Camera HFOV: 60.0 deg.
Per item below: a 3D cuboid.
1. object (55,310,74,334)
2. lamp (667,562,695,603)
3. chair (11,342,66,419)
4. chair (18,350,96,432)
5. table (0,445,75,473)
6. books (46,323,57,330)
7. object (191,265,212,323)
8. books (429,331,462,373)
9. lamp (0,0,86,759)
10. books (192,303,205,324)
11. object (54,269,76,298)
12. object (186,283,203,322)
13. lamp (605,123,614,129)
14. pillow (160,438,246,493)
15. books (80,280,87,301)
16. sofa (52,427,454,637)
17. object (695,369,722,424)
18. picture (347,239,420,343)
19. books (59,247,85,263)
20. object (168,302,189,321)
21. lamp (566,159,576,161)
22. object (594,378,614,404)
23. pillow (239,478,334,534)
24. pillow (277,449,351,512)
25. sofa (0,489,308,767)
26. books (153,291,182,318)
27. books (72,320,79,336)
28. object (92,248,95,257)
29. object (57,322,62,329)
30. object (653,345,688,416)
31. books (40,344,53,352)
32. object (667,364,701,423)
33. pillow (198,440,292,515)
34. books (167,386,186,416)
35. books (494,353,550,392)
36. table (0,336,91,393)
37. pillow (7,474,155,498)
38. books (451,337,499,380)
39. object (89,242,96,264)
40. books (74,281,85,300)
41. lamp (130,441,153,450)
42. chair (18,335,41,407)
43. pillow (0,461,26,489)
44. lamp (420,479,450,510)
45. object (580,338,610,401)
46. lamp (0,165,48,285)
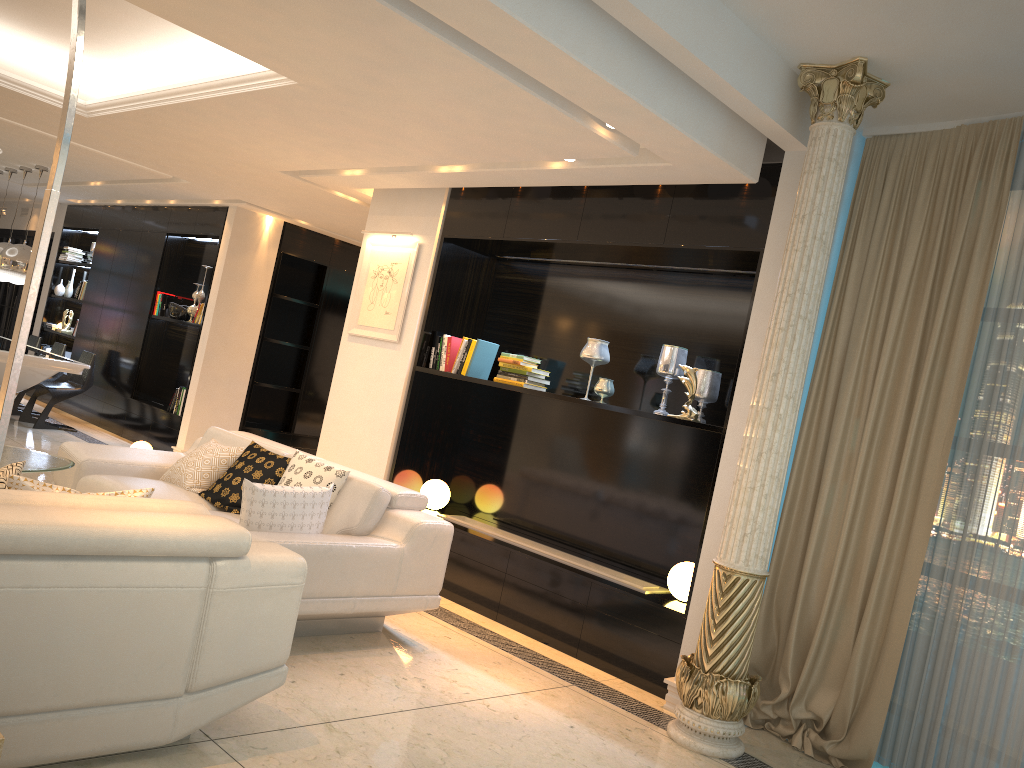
[{"bbox_3d":[-5.828,-0.818,11.608,0.177,0.311,0.177,11,-1,43],"label":"object"},{"bbox_3d":[0.950,1.071,4.801,0.213,0.214,0.212,12,-1,4],"label":"lamp"},{"bbox_3d":[-5.393,-0.080,9.951,0.523,0.858,0.496,11,-1,43],"label":"chair"},{"bbox_3d":[-4.786,0.041,9.370,0.523,0.858,0.496,11,-1,43],"label":"chair"},{"bbox_3d":[-2.903,0.483,3.509,0.999,0.565,2.140,11,-1,42],"label":"table"},{"bbox_3d":[-6.098,-0.754,11.893,0.209,0.073,0.266,13,-1,-43],"label":"books"},{"bbox_3d":[-3.264,-0.934,9.310,0.121,0.612,0.121,11,-1,38],"label":"object"},{"bbox_3d":[-0.423,-0.209,6.191,0.240,0.270,0.208,11,-1,43],"label":"books"},{"bbox_3d":[-1.802,-0.277,2.667,2.009,2.519,0.393,11,-1,43],"label":"lamp"},{"bbox_3d":[-3.154,-0.719,9.188,0.290,0.238,0.189,11,-1,42],"label":"books"},{"bbox_3d":[-5.986,-1.364,11.880,0.210,0.395,0.180,13,-1,-44],"label":"object"},{"bbox_3d":[-3.375,-0.857,9.432,0.121,0.416,0.121,11,-1,38],"label":"object"},{"bbox_3d":[0.488,-1.261,4.147,0.107,0.127,0.107,12,-1,24],"label":"lamp"},{"bbox_3d":[-1.840,0.485,5.279,0.521,0.329,0.351,11,-1,43],"label":"pillow"},{"bbox_3d":[-5.352,-1.170,11.314,0.252,0.261,0.212,11,-1,43],"label":"books"},{"bbox_3d":[-1.529,0.720,4.894,2.328,0.754,1.145,11,-1,43],"label":"sofa"},{"bbox_3d":[1.080,0.083,5.000,0.147,0.317,0.147,13,-1,-45],"label":"object"},{"bbox_3d":[-0.938,-0.689,6.452,0.610,0.729,0.027,11,-1,43],"label":"picture"},{"bbox_3d":[-5.903,-1.725,11.909,0.259,0.188,0.302,13,-1,-40],"label":"books"},{"bbox_3d":[-3.608,-0.776,9.593,0.375,0.177,0.193,11,-1,44],"label":"object"},{"bbox_3d":[0.318,-1.274,4.810,0.107,0.127,0.107,12,-1,24],"label":"lamp"},{"bbox_3d":[0.553,0.046,5.345,0.119,0.154,0.119,13,-1,-37],"label":"object"},{"bbox_3d":[-1.109,0.604,4.307,0.521,0.325,0.281,13,-1,-37],"label":"pillow"},{"bbox_3d":[-1.140,0.575,4.692,0.526,0.399,0.255,11,-1,43],"label":"pillow"},{"bbox_3d":[-1.906,0.603,2.578,1.145,0.754,2.328,11,-1,43],"label":"sofa"},{"bbox_3d":[-3.809,-0.865,9.819,0.236,0.270,0.210,11,-1,43],"label":"books"},{"bbox_3d":[-5.461,-0.707,11.312,0.182,0.232,0.284,13,-1,-44],"label":"books"},{"bbox_3d":[-5.376,-1.636,11.468,0.104,0.224,0.104,13,-1,-45],"label":"object"},{"bbox_3d":[-5.953,-0.752,11.735,0.125,0.125,0.125,12,-1,-7],"label":"object"},{"bbox_3d":[0.911,-0.006,5.183,0.156,0.426,0.156,13,-1,-42],"label":"object"},{"bbox_3d":[-6.231,-0.379,11.931,0.236,0.270,0.210,11,-1,43],"label":"books"},{"bbox_3d":[0.946,0.049,4.791,0.182,0.293,0.116,11,-1,40],"label":"object"},{"bbox_3d":[-1.499,0.518,4.973,0.524,0.355,0.323,11,-1,44],"label":"pillow"},{"bbox_3d":[-3.377,0.175,9.185,0.345,0.296,0.222,11,-1,43],"label":"books"},{"bbox_3d":[0.072,-0.076,5.749,0.260,0.197,0.296,13,-1,-44],"label":"books"},{"bbox_3d":[-5.772,-0.120,9.401,3.031,0.759,1.293,11,-1,43],"label":"table"},{"bbox_3d":[-1.468,0.495,2.932,0.463,0.380,0.222,13,-1,-42],"label":"pillow"},{"bbox_3d":[-0.255,-0.171,6.036,0.210,0.261,0.212,11,-1,43],"label":"books"},{"bbox_3d":[-5.444,-1.689,11.550,0.111,0.301,0.111,11,-1,39],"label":"object"},{"bbox_3d":[-5.502,-1.197,11.456,0.245,0.256,0.207,11,-1,42],"label":"books"},{"bbox_3d":[-3.457,0.637,8.262,0.212,0.214,0.213,12,-1,-7],"label":"lamp"},{"bbox_3d":[-5.970,-0.194,10.503,0.523,0.858,0.496,11,-1,43],"label":"chair"},{"bbox_3d":[-1.712,0.436,2.622,0.288,0.429,0.587,12,-1,18],"label":"pillow"},{"bbox_3d":[-0.540,0.775,6.226,0.212,0.214,0.213,12,-1,-7],"label":"lamp"},{"bbox_3d":[0.491,-0.082,5.444,0.181,0.381,0.181,11,-1,37],"label":"object"},{"bbox_3d":[-5.410,-1.711,9.486,1.827,1.226,0.408,11,-1,43],"label":"lamp"}]
